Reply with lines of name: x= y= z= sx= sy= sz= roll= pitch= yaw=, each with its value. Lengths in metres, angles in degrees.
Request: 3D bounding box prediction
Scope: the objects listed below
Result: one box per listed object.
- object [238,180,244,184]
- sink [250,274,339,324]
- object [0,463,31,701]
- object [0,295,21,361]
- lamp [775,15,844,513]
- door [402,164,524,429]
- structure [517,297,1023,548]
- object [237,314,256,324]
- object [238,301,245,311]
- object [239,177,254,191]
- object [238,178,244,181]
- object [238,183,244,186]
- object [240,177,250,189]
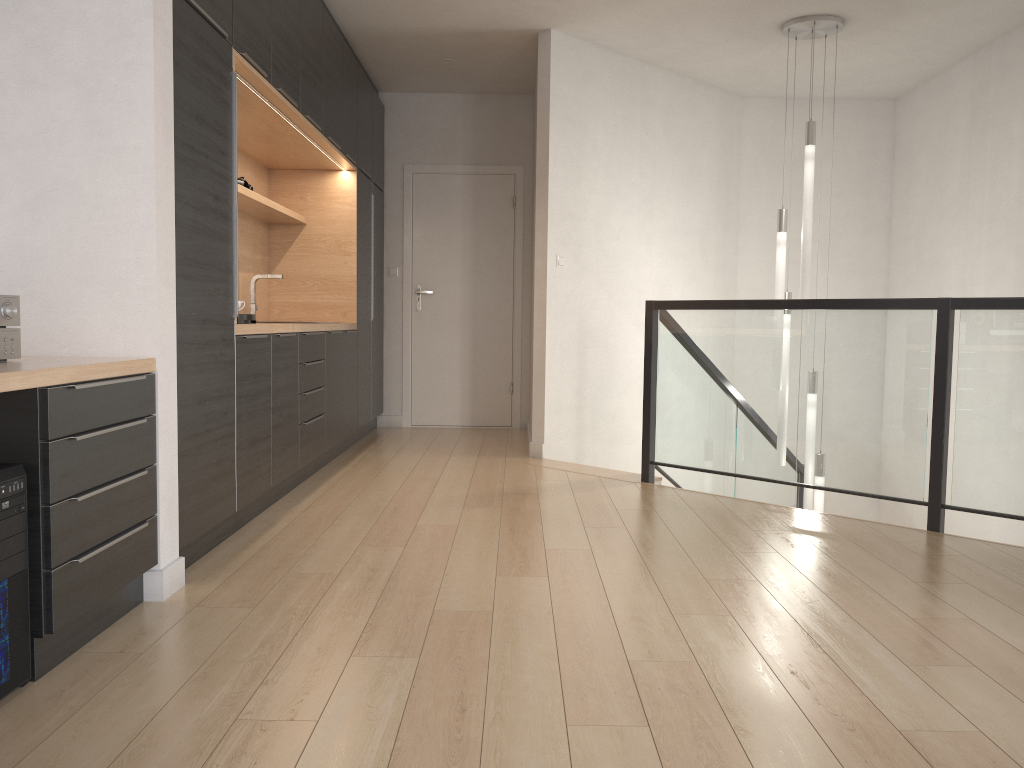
object: x=-1.488 y=-1.056 z=4.677 sx=0.145 sy=0.025 sz=0.145 roll=2 pitch=4 yaw=14
sink: x=-1.358 y=-0.402 z=5.367 sx=0.512 sy=0.518 sz=0.626 roll=1 pitch=4 yaw=0
object: x=-1.359 y=0.453 z=1.976 sx=0.474 sy=0.527 sz=0.215 roll=1 pitch=4 yaw=0
object: x=-1.464 y=-0.143 z=2.256 sx=0.270 sy=0.174 sz=0.285 roll=2 pitch=4 yaw=15
lamp: x=1.815 y=-1.323 z=5.448 sx=0.359 sy=6.725 sz=0.359 roll=4 pitch=5 yaw=37
door: x=-0.404 y=-0.702 z=7.231 sx=0.974 sy=2.136 sz=0.085 roll=1 pitch=4 yaw=0
structure: x=2.484 y=1.723 z=5.118 sx=2.823 sy=4.339 sz=4.190 roll=-3 pitch=6 yaw=-45
object: x=-1.366 y=-0.461 z=3.832 sx=0.584 sy=0.398 sz=0.618 roll=1 pitch=4 yaw=1
object: x=-1.168 y=-0.316 z=3.669 sx=0.099 sy=0.057 sz=0.095 roll=1 pitch=4 yaw=3
object: x=-1.508 y=-1.115 z=4.992 sx=0.100 sy=0.093 sz=0.066 roll=2 pitch=4 yaw=10
object: x=-1.489 y=-1.068 z=4.673 sx=0.145 sy=0.025 sz=0.145 roll=2 pitch=4 yaw=14
object: x=-1.490 y=-1.043 z=4.675 sx=0.145 sy=0.025 sz=0.145 roll=2 pitch=4 yaw=14
object: x=-1.516 y=-1.106 z=4.930 sx=0.100 sy=0.093 sz=0.066 roll=2 pitch=4 yaw=15
